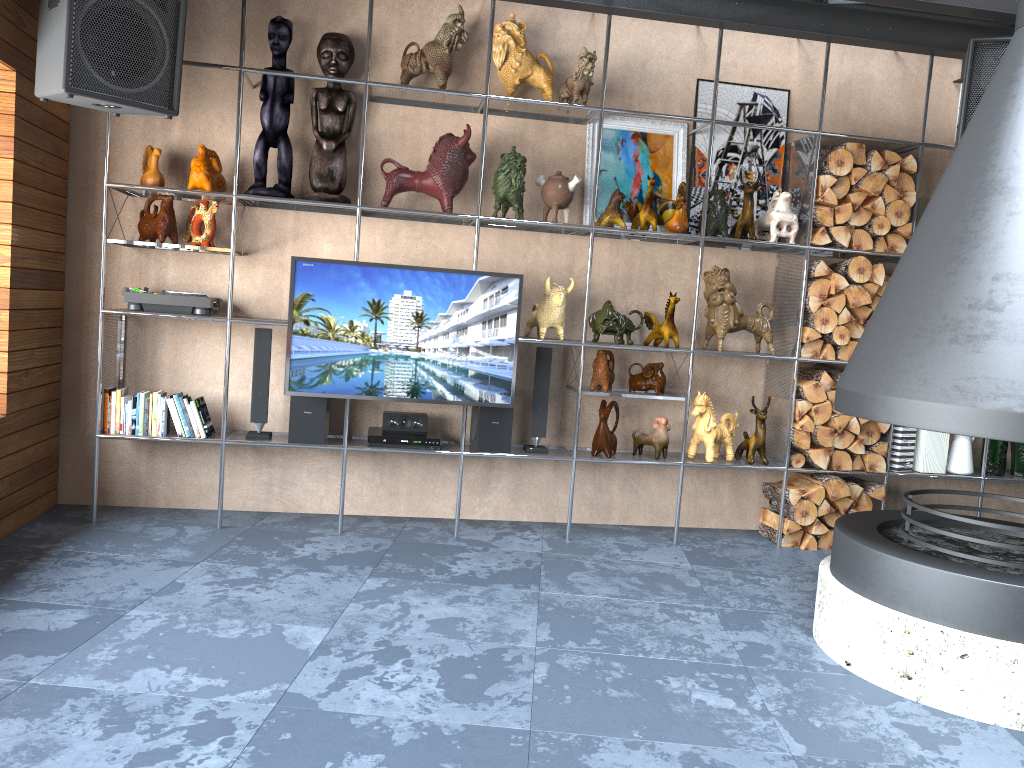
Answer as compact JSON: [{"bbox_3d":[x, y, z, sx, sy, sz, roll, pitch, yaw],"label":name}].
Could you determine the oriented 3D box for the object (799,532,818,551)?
[{"bbox_3d":[1.536,0.815,4.764,0.087,0.095,0.303,3,5,-9],"label":"object"}]

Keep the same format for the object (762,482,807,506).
[{"bbox_3d":[1.450,0.588,4.737,0.111,0.121,0.310,3,5,-10],"label":"object"}]

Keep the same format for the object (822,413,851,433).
[{"bbox_3d":[1.662,0.190,4.724,0.107,0.098,0.330,3,5,-13],"label":"object"}]

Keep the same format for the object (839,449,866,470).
[{"bbox_3d":[1.794,0.401,4.792,0.087,0.095,0.303,3,5,-9],"label":"object"}]

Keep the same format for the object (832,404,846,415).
[{"bbox_3d":[1.712,0.102,4.765,0.164,0.128,0.322,3,5,-10],"label":"object"}]

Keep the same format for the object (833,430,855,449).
[{"bbox_3d":[1.683,0.269,4.736,0.147,0.118,0.288,3,5,-13],"label":"object"}]

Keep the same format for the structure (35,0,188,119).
[{"bbox_3d":[-1.618,-1.455,3.533,0.488,0.735,0.461,8,6,41],"label":"structure"}]

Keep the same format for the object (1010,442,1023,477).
[{"bbox_3d":[2.844,0.402,4.921,0.161,0.219,0.157,8,6,37],"label":"object"}]

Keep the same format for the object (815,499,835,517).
[{"bbox_3d":[1.619,0.628,4.772,0.101,0.110,0.331,4,5,-7],"label":"object"}]

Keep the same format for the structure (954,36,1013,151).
[{"bbox_3d":[2.305,-1.216,4.141,0.460,0.744,0.506,6,5,17],"label":"structure"}]

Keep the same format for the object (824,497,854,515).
[{"bbox_3d":[1.700,0.619,4.784,0.107,0.098,0.330,3,5,-13],"label":"object"}]

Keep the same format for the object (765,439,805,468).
[{"bbox_3d":[1.461,0.370,4.753,0.103,0.110,0.312,3,5,-12],"label":"object"}]

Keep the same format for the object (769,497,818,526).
[{"bbox_3d":[1.499,0.656,4.729,0.143,0.143,0.286,3,5,-9],"label":"object"}]

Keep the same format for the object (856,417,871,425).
[{"bbox_3d":[1.829,0.153,4.769,0.128,0.107,0.329,4,5,-9],"label":"object"}]

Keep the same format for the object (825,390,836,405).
[{"bbox_3d":[1.641,0.063,4.739,0.098,0.090,0.303,3,5,-10],"label":"object"}]

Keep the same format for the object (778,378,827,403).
[{"bbox_3d":[1.537,0.031,4.697,0.151,0.119,0.299,4,5,-6],"label":"object"}]

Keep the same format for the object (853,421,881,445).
[{"bbox_3d":[1.854,0.245,4.801,0.143,0.143,0.286,3,5,-9],"label":"object"}]

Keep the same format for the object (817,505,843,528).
[{"bbox_3d":[1.665,0.694,4.800,0.147,0.118,0.288,3,5,-13],"label":"object"}]

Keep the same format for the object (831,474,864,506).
[{"bbox_3d":[1.761,0.558,4.782,0.099,0.131,0.309,3,5,-13],"label":"object"}]

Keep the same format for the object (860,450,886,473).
[{"bbox_3d":[1.887,0.398,4.777,0.126,0.112,0.287,3,5,-9],"label":"object"}]

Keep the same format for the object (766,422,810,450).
[{"bbox_3d":[1.466,0.272,4.720,0.110,0.109,0.321,4,5,-8],"label":"object"}]

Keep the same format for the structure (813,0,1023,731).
[{"bbox_3d":[2.151,-1.823,2.990,1.689,5.699,1.197,4,5,-9],"label":"structure"}]

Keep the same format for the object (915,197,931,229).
[{"bbox_3d":[2.209,-0.827,4.720,0.122,0.313,0.122,5,5,11],"label":"object"}]

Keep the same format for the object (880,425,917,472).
[{"bbox_3d":[2.084,0.292,4.793,0.139,0.347,0.140,2,5,-29],"label":"object"}]

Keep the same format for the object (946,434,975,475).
[{"bbox_3d":[2.460,0.365,4.861,0.146,0.245,0.171,6,5,21],"label":"object"}]

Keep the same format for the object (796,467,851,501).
[{"bbox_3d":[1.661,0.532,4.745,0.164,0.128,0.322,3,5,-10],"label":"object"}]

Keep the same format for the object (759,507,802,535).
[{"bbox_3d":[1.433,0.730,4.744,0.095,0.088,0.303,3,5,-11],"label":"object"}]

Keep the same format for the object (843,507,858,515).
[{"bbox_3d":[1.771,0.685,4.799,0.095,0.135,0.329,3,5,-12],"label":"object"}]

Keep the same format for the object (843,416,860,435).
[{"bbox_3d":[1.739,0.206,4.753,0.101,0.110,0.331,4,5,-7],"label":"object"}]

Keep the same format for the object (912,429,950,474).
[{"bbox_3d":[2.273,0.333,4.810,0.148,0.287,0.092,4,5,-9],"label":"object"}]

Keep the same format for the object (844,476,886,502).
[{"bbox_3d":[1.887,0.566,4.807,0.105,0.105,0.331,3,5,-12],"label":"object"}]

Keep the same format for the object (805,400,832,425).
[{"bbox_3d":[1.572,0.129,4.707,0.112,0.153,0.291,3,5,-12],"label":"object"}]

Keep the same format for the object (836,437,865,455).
[{"bbox_3d":[1.764,0.310,4.765,0.103,0.098,0.330,3,5,-12],"label":"object"}]

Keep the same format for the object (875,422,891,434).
[{"bbox_3d":[1.913,0.187,4.784,0.111,0.121,0.310,3,5,-10],"label":"object"}]

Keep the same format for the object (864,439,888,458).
[{"bbox_3d":[1.909,0.329,4.799,0.095,0.088,0.303,3,5,-11],"label":"object"}]

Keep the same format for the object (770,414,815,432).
[{"bbox_3d":[1.488,0.180,4.713,0.107,0.110,0.331,3,5,-11],"label":"object"}]

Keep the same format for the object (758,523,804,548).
[{"bbox_3d":[1.445,0.797,4.777,0.126,0.112,0.287,3,5,-9],"label":"object"}]

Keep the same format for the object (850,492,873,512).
[{"bbox_3d":[1.845,0.616,4.819,0.109,0.135,0.288,4,5,-5],"label":"object"}]

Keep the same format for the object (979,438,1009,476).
[{"bbox_3d":[2.667,0.352,4.897,0.130,0.295,0.125,6,5,16],"label":"object"}]

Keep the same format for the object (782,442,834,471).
[{"bbox_3d":[1.565,0.370,4.738,0.154,0.131,0.362,4,5,-8],"label":"object"}]

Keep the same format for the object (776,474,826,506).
[{"bbox_3d":[1.538,0.565,4.747,0.128,0.107,0.329,4,5,-9],"label":"object"}]

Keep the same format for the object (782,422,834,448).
[{"bbox_3d":[1.568,0.247,4.729,0.115,0.131,0.374,3,5,-13],"label":"object"}]

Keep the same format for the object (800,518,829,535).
[{"bbox_3d":[1.579,0.727,4.776,0.103,0.098,0.330,3,5,-12],"label":"object"}]

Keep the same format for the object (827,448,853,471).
[{"bbox_3d":[1.690,0.383,4.752,0.135,0.114,0.299,3,5,-11],"label":"object"}]

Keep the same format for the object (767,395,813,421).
[{"bbox_3d":[1.471,0.125,4.712,0.097,0.120,0.308,3,5,-13],"label":"object"}]

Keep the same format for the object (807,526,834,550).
[{"bbox_3d":[1.642,0.807,4.802,0.135,0.114,0.299,3,5,-11],"label":"object"}]
